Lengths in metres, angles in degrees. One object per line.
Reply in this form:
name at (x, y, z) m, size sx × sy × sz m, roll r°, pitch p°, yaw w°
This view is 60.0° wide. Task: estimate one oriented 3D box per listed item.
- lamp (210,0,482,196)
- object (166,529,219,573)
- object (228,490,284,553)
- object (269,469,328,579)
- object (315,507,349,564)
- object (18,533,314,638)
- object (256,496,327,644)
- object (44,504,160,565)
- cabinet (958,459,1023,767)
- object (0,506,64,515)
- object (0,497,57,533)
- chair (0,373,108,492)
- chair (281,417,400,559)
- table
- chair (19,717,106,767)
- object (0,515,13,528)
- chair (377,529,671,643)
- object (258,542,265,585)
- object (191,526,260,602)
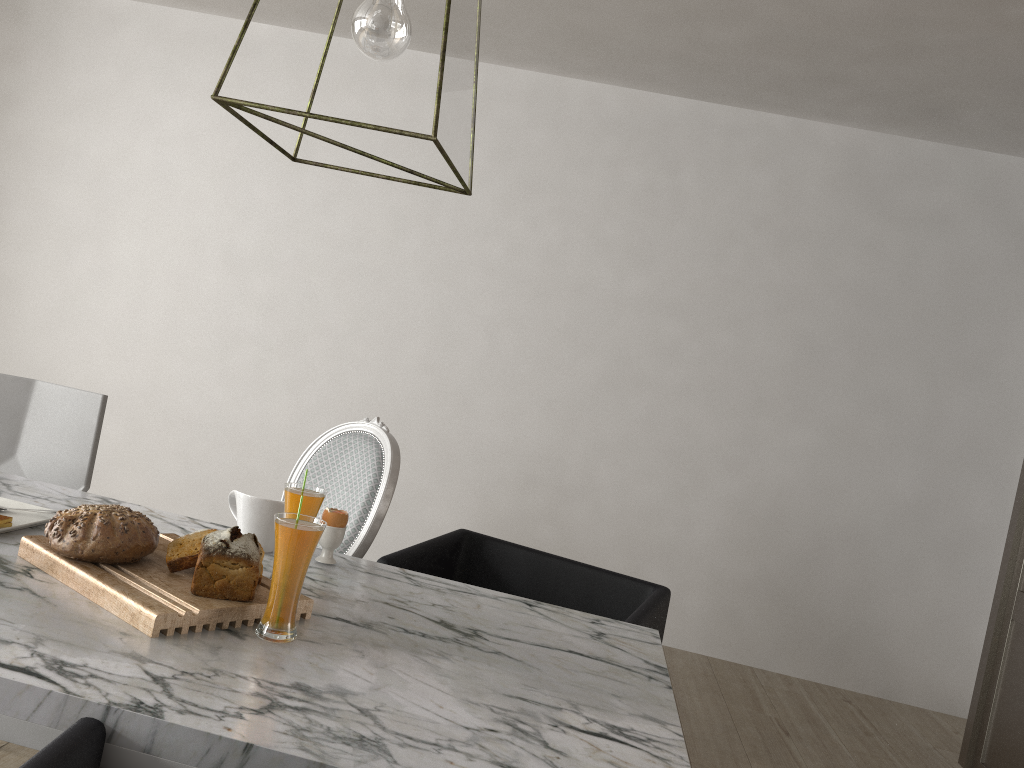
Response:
lamp at (-0.113, -0.880, 1.296) m, size 0.584 × 1.108 × 0.584 m, roll 12°, pitch 0°, yaw 21°
object at (-0.469, 0.246, 1.315) m, size 0.079 × 0.067 × 0.074 m, roll 12°, pitch 0°, yaw -22°
object at (-0.495, 0.250, 1.670) m, size 0.170 × 0.105 × 0.110 m, roll 12°, pitch 0°, yaw 26°
object at (-0.352, 0.238, 1.451) m, size 0.071 × 0.188 × 0.071 m, roll 12°, pitch 0°, yaw 27°
object at (-0.338, 0.282, 1.661) m, size 0.050 × 0.101 × 0.050 m, roll 12°, pitch 0°, yaw 2°
object at (-0.512, 0.286, 1.311) m, size 0.360 × 0.031 × 0.260 m, roll 12°, pitch 0°, yaw 36°
object at (-0.299, 0.250, 1.194) m, size 0.071 × 0.188 × 0.071 m, roll 12°, pitch 0°, yaw 27°
object at (-0.601, 0.214, 1.306) m, size 0.151 × 0.075 × 0.157 m, roll 12°, pitch 0°, yaw 42°
cabinet at (1.800, 0.187, 0.026) m, size 0.947 × 2.377 × 5.433 m, roll 12°, pitch 0°, yaw 6°
object at (-0.844, 0.219, 1.532) m, size 0.132 × 0.013 × 0.032 m, roll 12°, pitch 0°, yaw -19°
object at (-0.888, 0.212, 1.465) m, size 0.212 × 0.014 × 0.212 m, roll 12°, pitch 0°, yaw 6°
chair at (-1.254, 0.359, 2.047) m, size 0.470 × 0.745 × 0.439 m, roll 12°, pitch 0°, yaw -9°
chair at (-0.580, 0.454, 2.028) m, size 0.480 × 0.833 × 0.505 m, roll 12°, pitch 0°, yaw 38°
table at (-0.692, 0.560, 1.358) m, size 1.781 × 0.583 × 0.870 m, roll 12°, pitch 0°, yaw 6°
chair at (-0.212, 0.663, 0.774) m, size 0.569 × 0.597 × 0.609 m, roll 12°, pitch 0°, yaw -4°
object at (-0.887, 0.209, 1.456) m, size 0.197 × 0.014 × 0.068 m, roll 12°, pitch 0°, yaw 34°
chair at (-0.009, 0.704, 2.022) m, size 0.569 × 0.597 × 0.609 m, roll 12°, pitch 0°, yaw 21°
object at (-0.416, 0.262, 1.336) m, size 0.083 × 0.057 × 0.072 m, roll 12°, pitch 0°, yaw -18°
object at (-0.401, 0.252, 1.254) m, size 0.086 × 0.087 × 0.090 m, roll 12°, pitch 0°, yaw -17°
